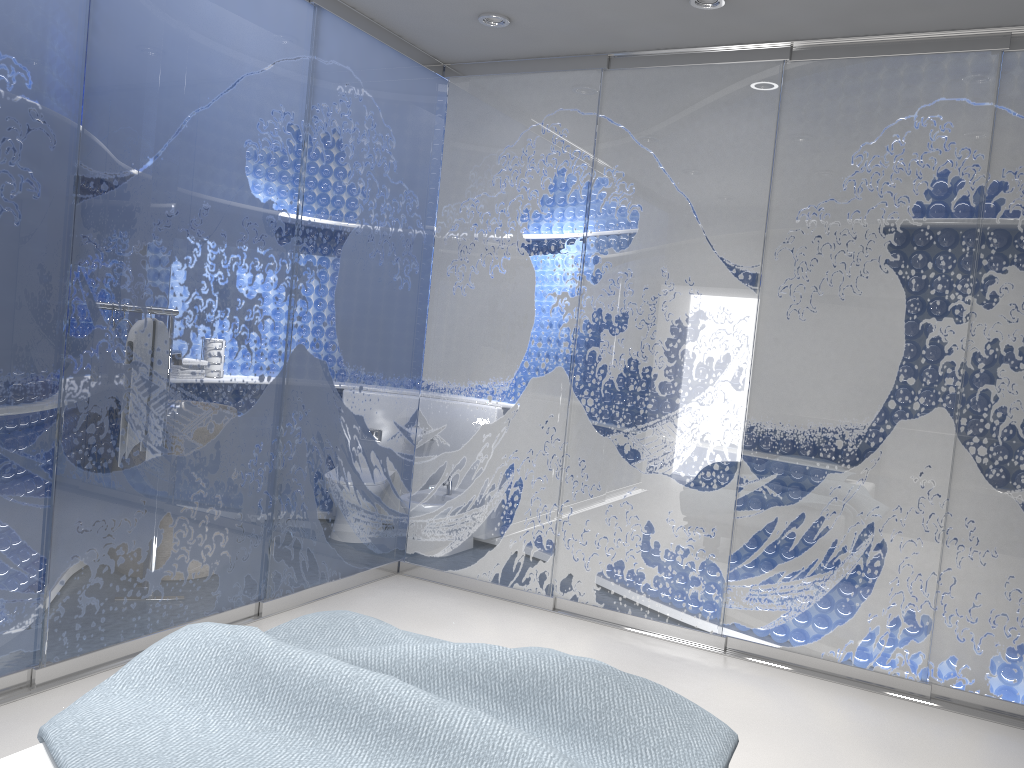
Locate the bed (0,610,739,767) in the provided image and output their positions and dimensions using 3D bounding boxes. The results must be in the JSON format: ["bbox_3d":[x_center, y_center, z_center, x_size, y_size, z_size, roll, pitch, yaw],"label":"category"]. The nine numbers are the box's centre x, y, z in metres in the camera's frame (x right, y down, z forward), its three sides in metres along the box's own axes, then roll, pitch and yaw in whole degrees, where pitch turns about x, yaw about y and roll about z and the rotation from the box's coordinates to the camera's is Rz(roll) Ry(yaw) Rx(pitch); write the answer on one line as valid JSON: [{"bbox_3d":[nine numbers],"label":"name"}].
[{"bbox_3d":[-0.517,0.759,1.531,1.411,0.752,2.319,7,3,27],"label":"bed"}]
